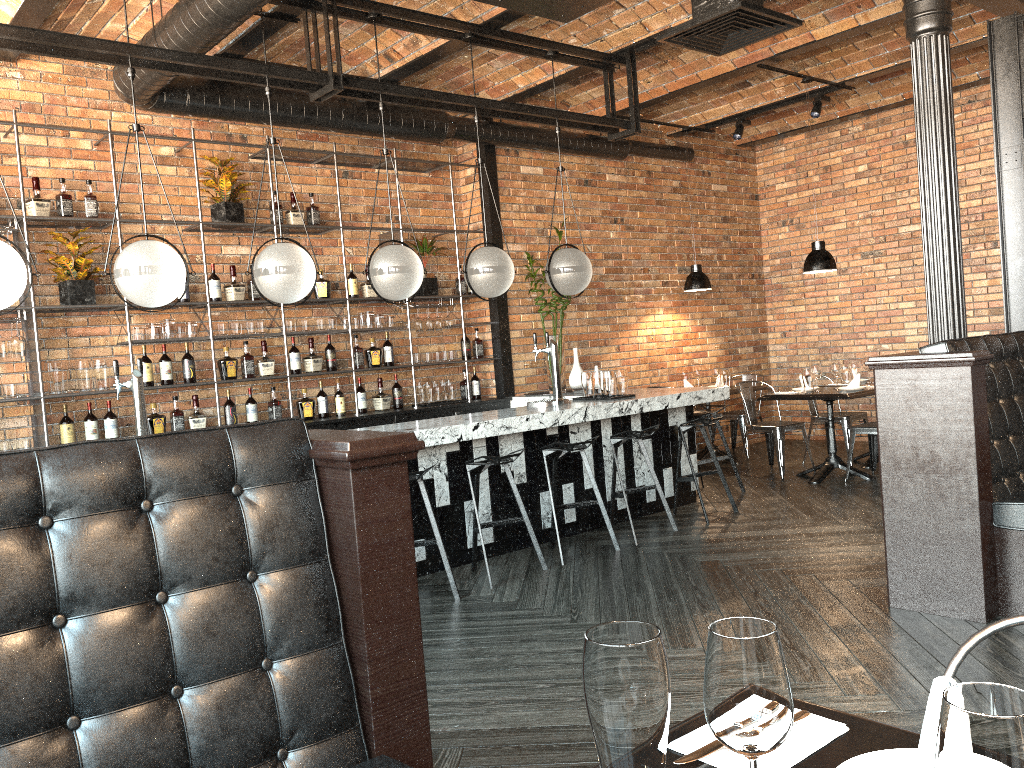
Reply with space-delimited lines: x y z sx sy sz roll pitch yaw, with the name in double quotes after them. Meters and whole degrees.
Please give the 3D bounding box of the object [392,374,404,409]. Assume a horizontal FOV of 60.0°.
-0.975 0.061 7.524 0.086 0.299 0.086 -4 2 9 "object"

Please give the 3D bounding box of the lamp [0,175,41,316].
-2.442 -1.176 3.988 0.340 1.754 0.340 -4 2 6 "lamp"

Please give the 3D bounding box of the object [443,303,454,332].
-0.559 -0.581 7.768 0.092 0.244 0.092 -5 2 -1 "object"

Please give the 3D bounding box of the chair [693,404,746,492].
1.602 0.543 7.378 0.414 0.737 0.475 -6 3 -35 "chair"

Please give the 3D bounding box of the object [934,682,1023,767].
0.396 0.375 0.720 0.092 0.244 0.092 -4 2 11 "object"

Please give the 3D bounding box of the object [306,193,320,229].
-1.585 -1.377 7.051 0.083 0.282 0.083 -3 3 35 "object"

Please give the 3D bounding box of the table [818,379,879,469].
3.435 0.356 8.226 0.872 0.758 0.872 -6 3 -40 "table"

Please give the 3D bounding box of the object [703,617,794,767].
0.253 0.378 0.941 0.092 0.244 0.092 -4 2 11 "object"

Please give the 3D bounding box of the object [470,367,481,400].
-0.333 -0.009 8.077 0.086 0.298 0.086 -4 2 9 "object"

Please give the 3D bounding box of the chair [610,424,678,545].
0.798 0.659 6.003 0.414 0.737 0.475 -2 3 45 "chair"

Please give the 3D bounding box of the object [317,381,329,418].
-1.516 0.123 7.083 0.086 0.298 0.086 -4 2 9 "object"

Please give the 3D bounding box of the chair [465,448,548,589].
-0.119 0.761 5.232 0.414 0.737 0.475 -2 3 45 "chair"

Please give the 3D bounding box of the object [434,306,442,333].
-0.665 -0.577 7.894 0.092 0.244 0.092 -5 2 -1 "object"

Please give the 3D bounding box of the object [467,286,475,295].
-0.373 -0.946 8.089 0.086 0.298 0.086 -4 2 14 "object"

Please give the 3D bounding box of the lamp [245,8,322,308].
-1.324 -1.300 4.928 0.340 1.754 0.340 -4 2 6 "lamp"

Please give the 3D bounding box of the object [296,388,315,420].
-1.622 0.160 6.974 0.151 0.248 0.094 -6 2 -31 "object"

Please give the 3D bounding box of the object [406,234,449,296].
-0.738 -1.031 7.706 0.398 0.560 0.374 -4 2 22 "object"

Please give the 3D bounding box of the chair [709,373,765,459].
2.453 0.334 9.570 0.504 0.857 0.558 -2 3 45 "chair"

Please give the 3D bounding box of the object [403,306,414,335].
-0.904 -0.550 7.693 0.092 0.244 0.092 -5 2 -1 "object"

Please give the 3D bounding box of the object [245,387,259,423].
-1.968 0.172 6.694 0.086 0.298 0.086 -4 2 9 "object"

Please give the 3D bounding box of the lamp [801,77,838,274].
2.590 -1.790 7.613 0.291 1.653 0.291 -4 2 5 "lamp"

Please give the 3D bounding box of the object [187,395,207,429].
-2.277 0.218 6.406 0.123 0.279 0.123 -6 2 -26 "object"

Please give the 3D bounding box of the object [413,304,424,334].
-0.798 -0.554 7.567 0.092 0.244 0.092 -5 2 -1 "object"

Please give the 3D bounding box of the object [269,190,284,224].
-1.824 -1.350 6.851 0.083 0.282 0.083 -6 3 -40 "object"

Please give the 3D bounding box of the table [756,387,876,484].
2.762 0.431 7.660 0.872 0.758 0.872 -6 3 -40 "table"

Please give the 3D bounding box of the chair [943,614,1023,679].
0.718 0.787 1.115 0.558 0.857 0.504 -6 3 -35 "chair"

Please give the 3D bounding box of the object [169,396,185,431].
-2.392 0.228 6.328 0.083 0.282 0.083 -6 3 -40 "object"

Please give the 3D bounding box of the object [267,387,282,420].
-1.823 0.164 6.806 0.083 0.282 0.083 -3 3 35 "object"

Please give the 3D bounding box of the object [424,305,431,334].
-0.744 -0.568 7.827 0.092 0.244 0.092 -5 2 -1 "object"

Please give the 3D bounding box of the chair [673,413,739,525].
1.335 0.599 6.454 0.414 0.737 0.475 -3 3 40 "chair"

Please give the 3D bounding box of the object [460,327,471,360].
-0.420 -0.366 8.001 0.086 0.299 0.086 -4 2 9 "object"

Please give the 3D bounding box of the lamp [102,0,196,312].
-1.883 -1.238 4.458 0.340 1.754 0.340 -4 2 6 "lamp"

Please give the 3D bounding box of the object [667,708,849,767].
0.320 0.477 1.198 0.255 0.019 0.157 -6 3 -39 "object"

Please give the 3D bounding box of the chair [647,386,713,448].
1.655 0.425 8.826 0.558 0.857 0.504 -6 3 -40 "chair"

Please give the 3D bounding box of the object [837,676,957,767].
0.473 0.417 0.991 0.232 0.139 0.232 -7 3 -43 "object"

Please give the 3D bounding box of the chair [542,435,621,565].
0.353 0.708 5.629 0.475 0.737 0.414 -6 3 -35 "chair"

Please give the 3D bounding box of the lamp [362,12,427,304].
-0.765 -1.363 5.398 0.340 1.754 0.340 -4 2 6 "lamp"

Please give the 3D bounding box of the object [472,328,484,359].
-0.314 -0.369 8.086 0.083 0.282 0.083 -6 2 -30 "object"

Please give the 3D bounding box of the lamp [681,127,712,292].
1.841 -1.784 9.070 0.291 1.653 0.291 -4 2 25 "lamp"

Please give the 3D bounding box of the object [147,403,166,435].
-2.507 0.259 6.229 0.094 0.248 0.151 -3 3 39 "object"

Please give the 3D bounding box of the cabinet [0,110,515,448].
-2.796 -0.515 5.960 7.075 3.779 0.564 -6 3 -40 "cabinet"

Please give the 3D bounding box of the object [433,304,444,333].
-0.639 -0.572 7.701 0.092 0.244 0.092 -5 2 -1 "object"

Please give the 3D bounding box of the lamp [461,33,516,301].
-0.207 -1.425 5.868 0.340 1.754 0.340 -4 2 6 "lamp"

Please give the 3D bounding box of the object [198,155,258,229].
-2.154 -1.437 6.624 0.425 0.526 0.430 -6 3 -38 "object"

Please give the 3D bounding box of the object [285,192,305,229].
-1.706 -1.361 6.952 0.123 0.279 0.123 -6 3 -36 "object"

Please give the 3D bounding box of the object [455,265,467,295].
-0.462 -0.926 7.979 0.083 0.282 0.083 -6 2 -25 "object"

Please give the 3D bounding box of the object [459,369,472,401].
-0.419 0.008 7.987 0.083 0.282 0.083 -3 3 35 "object"

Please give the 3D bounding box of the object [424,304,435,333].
-0.714 -0.563 7.638 0.092 0.244 0.092 -5 2 -1 "object"

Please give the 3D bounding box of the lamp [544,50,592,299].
0.352 -1.487 6.338 0.340 1.754 0.340 -4 2 6 "lamp"

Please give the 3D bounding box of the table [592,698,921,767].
0.363 0.876 0.857 0.872 0.758 0.872 -6 3 -40 "table"

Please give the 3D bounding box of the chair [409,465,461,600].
-0.608 0.815 4.821 0.475 0.737 0.414 -6 2 -30 "chair"

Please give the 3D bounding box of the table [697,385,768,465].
2.036 0.434 9.140 0.872 0.758 0.872 -6 3 -40 "table"

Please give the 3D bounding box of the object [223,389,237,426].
-2.085 0.187 6.553 0.086 0.297 0.086 -5 2 -6 "object"

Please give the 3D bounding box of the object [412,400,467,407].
-0.635 0.168 7.730 0.437 0.019 0.273 -6 3 -40 "object"

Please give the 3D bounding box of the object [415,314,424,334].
-0.820 -0.560 7.764 0.092 0.244 0.092 -5 2 -1 "object"

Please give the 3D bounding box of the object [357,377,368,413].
-1.245 0.092 7.302 0.086 0.298 0.086 -4 2 9 "object"
